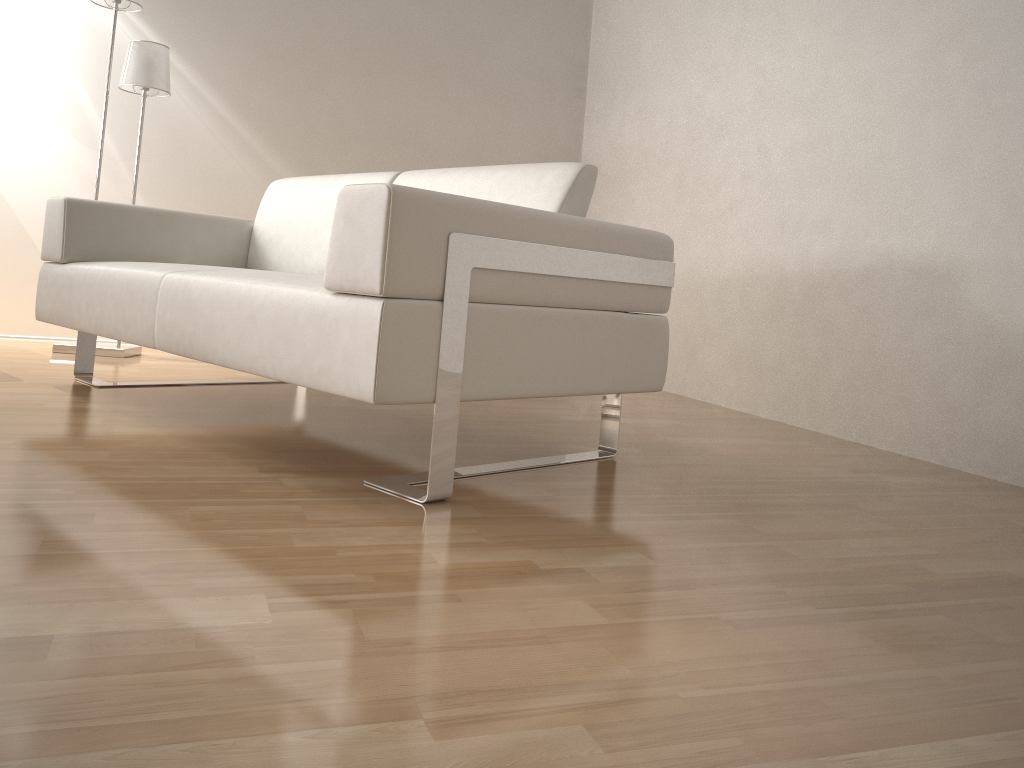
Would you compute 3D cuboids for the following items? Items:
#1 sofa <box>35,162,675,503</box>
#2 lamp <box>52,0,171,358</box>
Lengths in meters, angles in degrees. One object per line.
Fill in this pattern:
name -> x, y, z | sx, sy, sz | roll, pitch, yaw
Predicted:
sofa -> -0.549, -0.276, 2.462 | 1.796, 0.741, 0.901 | 9, 5, 44
lamp -> -1.645, -0.961, 3.670 | 0.365, 1.678, 0.207 | 5, -3, -1
